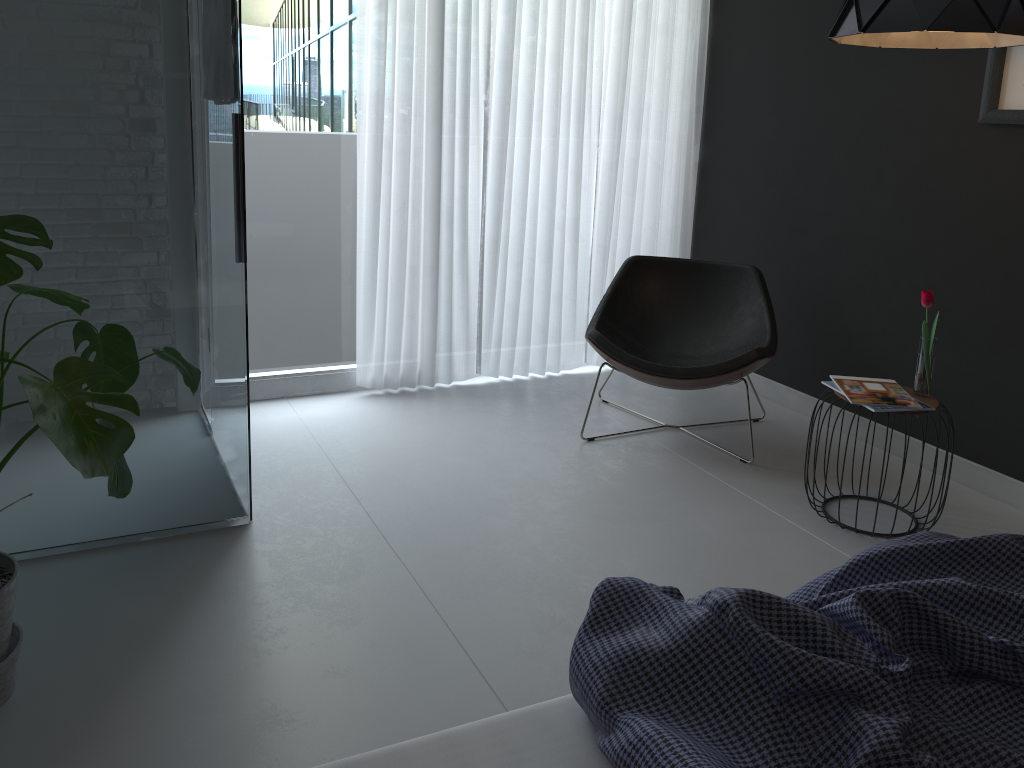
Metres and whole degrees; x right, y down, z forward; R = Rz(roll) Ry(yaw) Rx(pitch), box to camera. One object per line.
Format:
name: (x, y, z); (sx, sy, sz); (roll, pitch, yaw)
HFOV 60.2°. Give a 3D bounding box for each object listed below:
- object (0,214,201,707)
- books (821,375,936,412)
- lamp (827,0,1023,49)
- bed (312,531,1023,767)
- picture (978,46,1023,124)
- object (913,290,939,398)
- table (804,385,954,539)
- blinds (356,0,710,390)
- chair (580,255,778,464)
object: (-1.159, 0.165, 1.900); (0.851, 1.029, 1.010); (0, 15, -8)
books: (-1.466, 0.960, 0.138); (0.409, 0.365, 8.318); (15, 21, 40)
lamp: (1.295, -1.475, 2.591); (0.582, 0.886, 0.620); (0, 14, -8)
bed: (0.168, 0.144, 0.481); (2.615, 2.005, 2.603); (-5, 17, -25)
picture: (2.119, -1.005, 2.242); (0.041, 0.709, 1.984); (-4, 17, -25)
object: (1.365, -0.130, 2.907); (0.066, 0.349, 0.078); (4, 13, 5)
table: (1.233, 0.247, 2.983); (0.455, 0.427, 0.455); (15, 19, 39)
blinds: (0.163, -1.339, 4.195); (1.857, 2.648, 0.139); (-5, 14, -26)
chair: (0.715, -0.145, 3.763); (0.791, 0.678, 0.829); (7, 16, 16)
